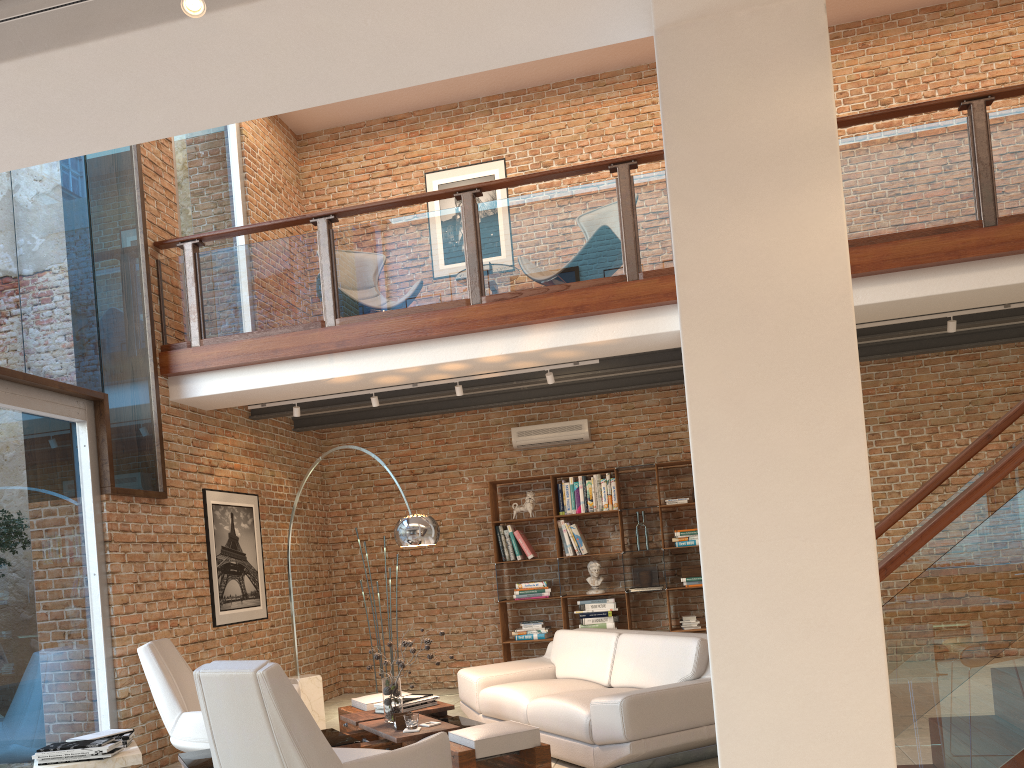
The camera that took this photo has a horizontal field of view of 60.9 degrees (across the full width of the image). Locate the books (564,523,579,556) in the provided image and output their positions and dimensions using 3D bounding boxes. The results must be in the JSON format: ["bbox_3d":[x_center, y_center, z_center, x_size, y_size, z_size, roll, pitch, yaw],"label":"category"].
[{"bbox_3d":[0.640,1.609,9.037,0.125,0.343,0.275,-5,-5,12],"label":"books"}]

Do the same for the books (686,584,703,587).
[{"bbox_3d":[1.925,2.014,8.758,0.357,0.020,0.277,-7,-12,10],"label":"books"}]

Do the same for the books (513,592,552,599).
[{"bbox_3d":[0.219,2.205,9.118,0.380,0.036,0.248,-6,-11,7],"label":"books"}]

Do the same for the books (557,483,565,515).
[{"bbox_3d":[0.529,1.208,9.072,0.056,0.324,0.257,-5,-5,11],"label":"books"}]

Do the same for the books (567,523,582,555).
[{"bbox_3d":[0.663,1.608,9.042,0.125,0.343,0.275,-5,-5,12],"label":"books"}]

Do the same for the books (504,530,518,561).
[{"bbox_3d":[0.000,1.704,9.205,0.103,0.329,0.257,-5,-5,11],"label":"books"}]

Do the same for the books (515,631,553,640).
[{"bbox_3d":[0.232,2.634,9.118,0.329,0.054,0.258,-9,-12,22],"label":"books"}]

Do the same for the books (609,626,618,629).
[{"bbox_3d":[0.898,2.542,8.962,0.380,0.063,0.249,-6,-11,6],"label":"books"}]

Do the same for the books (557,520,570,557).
[{"bbox_3d":[0.552,1.606,9.070,0.102,0.378,0.246,-5,-4,11],"label":"books"}]

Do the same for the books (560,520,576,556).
[{"bbox_3d":[0.584,1.598,9.039,0.104,0.378,0.246,-5,-4,12],"label":"books"}]

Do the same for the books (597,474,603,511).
[{"bbox_3d":[0.921,1.127,8.976,0.037,0.378,0.246,-5,-4,11],"label":"books"}]

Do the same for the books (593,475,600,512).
[{"bbox_3d":[0.887,1.135,8.997,0.037,0.378,0.246,-5,-4,11],"label":"books"}]

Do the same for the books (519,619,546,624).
[{"bbox_3d":[0.218,2.486,9.130,0.253,0.017,0.165,-7,-12,12],"label":"books"}]

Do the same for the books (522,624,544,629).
[{"bbox_3d":[0.222,2.540,9.143,0.207,0.033,0.134,-7,-11,12],"label":"books"}]

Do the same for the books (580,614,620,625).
[{"bbox_3d":[0.898,2.423,8.965,0.379,0.063,0.249,-5,-11,-1],"label":"books"}]

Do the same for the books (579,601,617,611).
[{"bbox_3d":[0.888,2.287,8.987,0.380,0.063,0.249,-6,-11,6],"label":"books"}]

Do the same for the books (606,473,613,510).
[{"bbox_3d":[1.012,1.115,8.956,0.037,0.378,0.246,-5,-4,11],"label":"books"}]

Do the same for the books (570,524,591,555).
[{"bbox_3d":[0.707,1.608,9.017,0.159,0.324,0.257,-6,-5,12],"label":"books"}]

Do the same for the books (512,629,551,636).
[{"bbox_3d":[0.210,2.593,9.132,0.381,0.036,0.248,-7,-12,12],"label":"books"}]

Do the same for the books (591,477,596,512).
[{"bbox_3d":[0.857,1.149,8.990,0.021,0.353,0.275,-5,-5,11],"label":"books"}]

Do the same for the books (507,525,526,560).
[{"bbox_3d":[0.045,1.668,9.163,0.122,0.376,0.246,-5,-4,12],"label":"books"}]

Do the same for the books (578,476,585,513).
[{"bbox_3d":[0.735,1.149,9.006,0.037,0.378,0.246,-5,-4,11],"label":"books"}]

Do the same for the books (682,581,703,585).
[{"bbox_3d":[1.913,1.990,8.775,0.380,0.036,0.248,-6,-11,7],"label":"books"}]

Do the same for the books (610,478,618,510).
[{"bbox_3d":[1.066,1.139,8.961,0.056,0.324,0.257,-5,-5,11],"label":"books"}]

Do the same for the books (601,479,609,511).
[{"bbox_3d":[0.967,1.148,8.960,0.056,0.324,0.257,-5,-5,11],"label":"books"}]

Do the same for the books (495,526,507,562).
[{"bbox_3d":[-0.094,1.685,9.198,0.092,0.379,0.246,-5,-4,11],"label":"books"}]

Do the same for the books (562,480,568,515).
[{"bbox_3d":[0.565,1.189,9.063,0.021,0.353,0.275,-5,-5,11],"label":"books"}]

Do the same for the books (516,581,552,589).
[{"bbox_3d":[0.229,2.103,9.127,0.328,0.054,0.259,-8,-11,14],"label":"books"}]

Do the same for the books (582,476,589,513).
[{"bbox_3d":[0.773,1.147,9.008,0.037,0.378,0.246,-5,-4,11],"label":"books"}]

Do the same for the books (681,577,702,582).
[{"bbox_3d":[1.888,1.950,8.746,0.381,0.036,0.248,-7,-12,11],"label":"books"}]

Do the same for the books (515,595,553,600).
[{"bbox_3d":[0.231,2.233,9.121,0.357,0.020,0.276,-7,-12,12],"label":"books"}]

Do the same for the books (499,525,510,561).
[{"bbox_3d":[-0.056,1.682,9.198,0.092,0.379,0.246,-5,-4,11],"label":"books"}]

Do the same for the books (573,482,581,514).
[{"bbox_3d":[0.696,1.186,9.036,0.056,0.324,0.257,-5,-5,11],"label":"books"}]

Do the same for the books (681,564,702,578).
[{"bbox_3d":[1.873,1.876,8.758,0.337,0.117,0.216,-7,-9,12],"label":"books"}]

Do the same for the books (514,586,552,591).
[{"bbox_3d":[0.225,2.142,9.130,0.357,0.020,0.277,-7,-12,10],"label":"books"}]

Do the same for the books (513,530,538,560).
[{"bbox_3d":[0.143,1.691,9.166,0.195,0.314,0.257,-6,-5,12],"label":"books"}]

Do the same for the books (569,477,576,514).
[{"bbox_3d":[0.645,1.162,9.032,0.037,0.378,0.246,-5,-4,11],"label":"books"}]

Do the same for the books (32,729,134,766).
[{"bbox_3d":[-2.243,1.933,4.678,0.389,0.078,0.580,-4,-11,-4],"label":"books"}]

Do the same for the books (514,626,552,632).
[{"bbox_3d":[0.221,2.562,9.119,0.380,0.018,0.249,-6,-12,5],"label":"books"}]

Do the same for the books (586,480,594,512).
[{"bbox_3d":[0.818,1.165,8.983,0.056,0.324,0.257,-5,-5,11],"label":"books"}]

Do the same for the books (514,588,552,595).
[{"bbox_3d":[0.225,2.166,9.109,0.380,0.036,0.249,-6,-11,6],"label":"books"}]

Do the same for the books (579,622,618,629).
[{"bbox_3d":[0.896,2.486,8.982,0.364,0.054,0.287,-8,-12,14],"label":"books"}]

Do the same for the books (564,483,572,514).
[{"bbox_3d":[0.601,1.195,9.037,0.056,0.324,0.257,-5,-5,11],"label":"books"}]

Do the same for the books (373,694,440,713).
[{"bbox_3d":[-0.724,2.184,5.966,0.254,0.073,0.402,-15,-15,43],"label":"books"}]

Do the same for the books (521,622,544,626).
[{"bbox_3d":[0.216,2.516,9.151,0.237,0.018,0.174,-6,-11,5],"label":"books"}]
